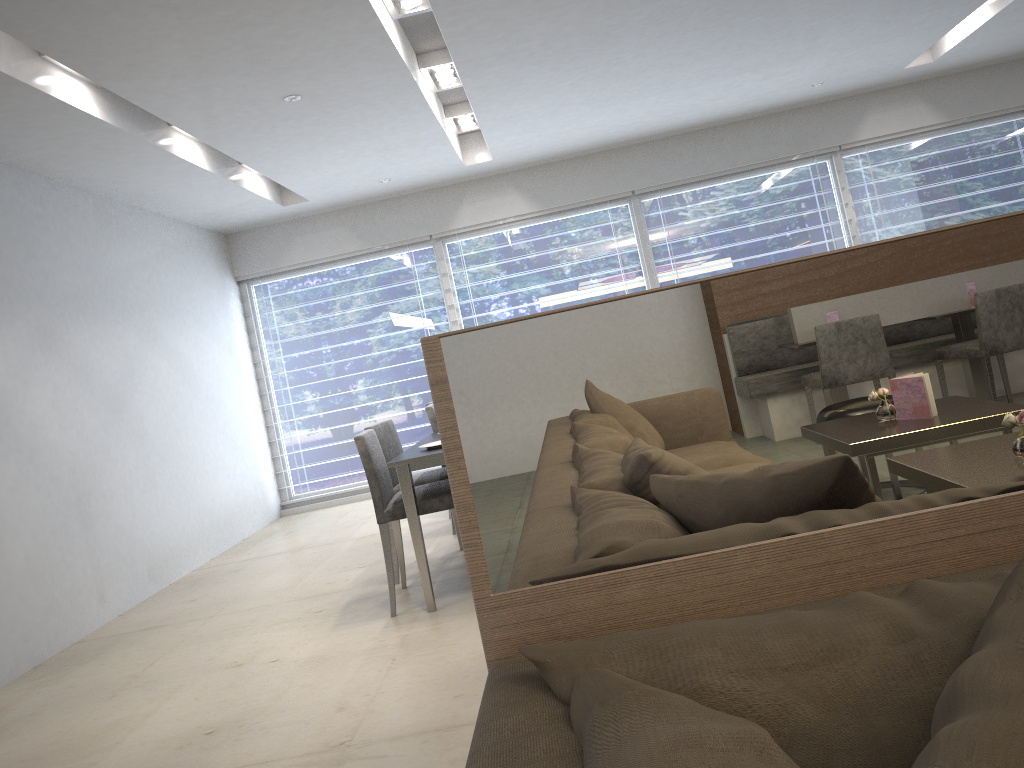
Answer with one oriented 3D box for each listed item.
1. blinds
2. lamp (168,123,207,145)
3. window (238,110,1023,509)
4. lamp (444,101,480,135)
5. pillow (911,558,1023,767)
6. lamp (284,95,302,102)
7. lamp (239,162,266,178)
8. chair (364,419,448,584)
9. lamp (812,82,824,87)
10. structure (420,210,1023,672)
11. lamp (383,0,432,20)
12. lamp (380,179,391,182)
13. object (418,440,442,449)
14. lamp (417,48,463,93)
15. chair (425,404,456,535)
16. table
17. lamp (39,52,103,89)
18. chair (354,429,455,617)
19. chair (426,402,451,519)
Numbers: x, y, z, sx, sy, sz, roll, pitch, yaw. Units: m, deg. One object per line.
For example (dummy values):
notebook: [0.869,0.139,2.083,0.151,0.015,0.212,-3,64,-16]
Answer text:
blinds: [1.238,-0.667,7.546,7.089,2.050,0.045,-12,-2,3]
lamp: [-1.880,-1.564,5.378,0.226,0.101,0.488,-12,2,4]
window: [1.261,-0.648,7.650,7.094,2.079,0.158,-12,-2,3]
lamp: [-0.341,-1.922,6.407,0.226,0.101,0.488,-12,2,4]
pillow: [0.435,0.329,0.541,0.295,0.357,0.506,-12,0,36]
lamp: [-1.139,-1.484,4.599,0.089,0.007,0.088,-14,3,-41]
lamp: [-1.811,-1.616,6.489,0.226,0.101,0.488,-12,2,4]
chair: [-0.385,0.528,4.457,0.491,0.764,0.477,-12,-1,9]
lamp: [2.334,-2.287,6.746,0.089,0.007,0.088,-14,3,-41]
structure: [1.839,0.050,1.071,3.769,1.011,0.223,-12,-2,3]
lamp: [-0.489,-1.810,4.038,0.226,0.101,0.488,-12,2,4]
lamp: [-0.994,-1.594,6.931,0.089,0.007,0.088,-14,3,-41]
object: [-0.305,0.262,3.895,0.218,0.015,0.215,-12,2,-16]
lamp: [-0.410,-1.870,5.296,0.226,0.101,0.488,-12,2,4]
chair: [-0.206,0.457,5.439,0.492,0.764,0.476,-12,-1,-1]
table: [-0.030,0.528,4.169,0.776,0.635,1.189,-12,1,4]
lamp: [-1.958,-1.504,4.119,0.226,0.101,0.488,-12,2,4]
chair: [-0.362,0.541,3.928,0.492,0.764,0.476,-12,-1,-1]
chair: [-0.230,0.444,5.968,0.491,0.764,0.477,-12,-1,9]
